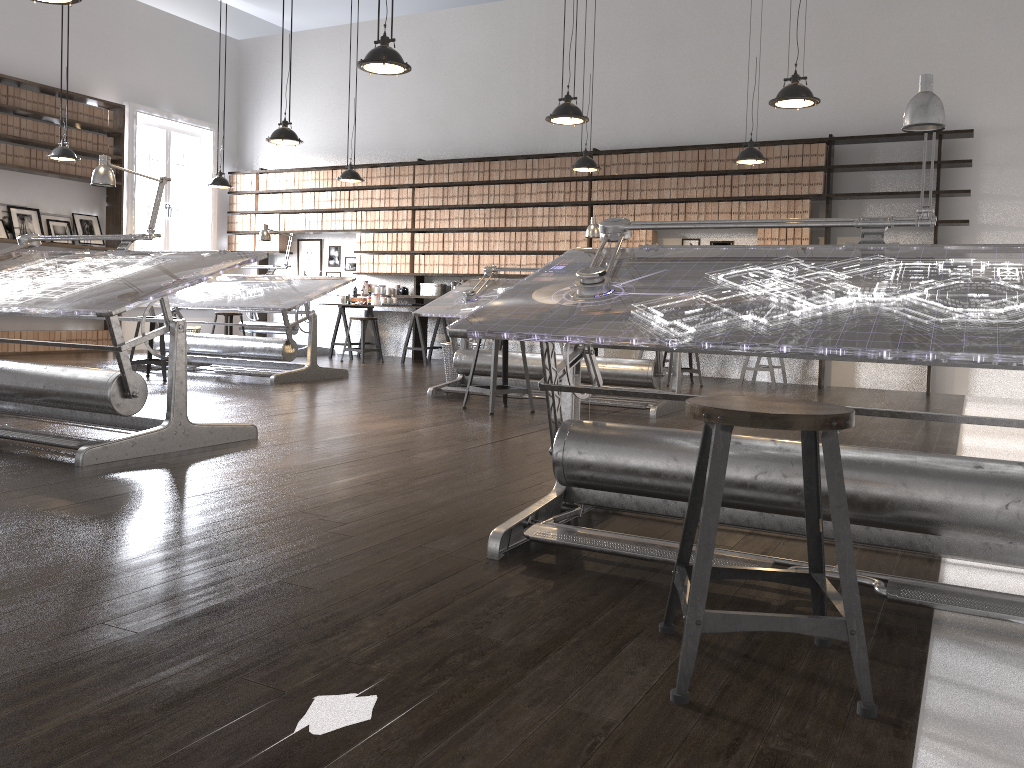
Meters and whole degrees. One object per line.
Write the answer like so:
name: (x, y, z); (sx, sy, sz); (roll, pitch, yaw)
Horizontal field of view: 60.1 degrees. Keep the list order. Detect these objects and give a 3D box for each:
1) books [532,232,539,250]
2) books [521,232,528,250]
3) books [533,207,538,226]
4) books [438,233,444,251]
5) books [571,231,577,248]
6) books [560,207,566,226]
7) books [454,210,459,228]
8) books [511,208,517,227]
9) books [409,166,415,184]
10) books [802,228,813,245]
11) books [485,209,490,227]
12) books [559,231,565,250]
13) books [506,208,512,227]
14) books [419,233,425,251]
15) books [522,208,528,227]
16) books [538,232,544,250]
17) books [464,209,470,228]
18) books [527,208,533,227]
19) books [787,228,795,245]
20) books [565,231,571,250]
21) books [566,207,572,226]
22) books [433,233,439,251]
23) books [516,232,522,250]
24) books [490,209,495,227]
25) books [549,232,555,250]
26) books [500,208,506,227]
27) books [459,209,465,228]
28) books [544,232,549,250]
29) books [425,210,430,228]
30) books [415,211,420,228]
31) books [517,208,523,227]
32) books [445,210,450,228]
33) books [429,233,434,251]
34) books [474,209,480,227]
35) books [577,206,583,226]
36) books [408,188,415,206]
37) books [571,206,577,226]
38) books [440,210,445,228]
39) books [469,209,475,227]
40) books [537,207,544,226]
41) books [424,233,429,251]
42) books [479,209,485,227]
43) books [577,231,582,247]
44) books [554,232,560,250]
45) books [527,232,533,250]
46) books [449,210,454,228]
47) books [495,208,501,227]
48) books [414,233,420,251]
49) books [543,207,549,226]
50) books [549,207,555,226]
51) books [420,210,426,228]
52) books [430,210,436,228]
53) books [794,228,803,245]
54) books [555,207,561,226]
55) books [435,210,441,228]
books: (0.305, -1.631, 10.190); (0.067, 0.225, 0.174); (3, 3, 27)
books: (0.175, -1.641, 10.256); (0.067, 0.225, 0.175); (3, 3, 28)
books: (0.307, -1.908, 10.187); (0.067, 0.225, 0.175); (3, 3, 27)
books: (-0.821, -1.717, 10.777); (0.067, 0.225, 0.175); (3, 3, 27)
books: (0.727, -1.598, 9.972); (0.067, 0.225, 0.175); (3, 3, 28)
books: (0.612, -1.884, 10.026); (0.067, 0.225, 0.174); (3, 3, 28)
books: (-0.626, -1.979, 10.672); (0.067, 0.225, 0.175); (3, 3, 28)
books: (0.061, -1.926, 10.312); (0.067, 0.225, 0.174); (3, 3, 28)
books: (-1.201, -2.575, 10.959); (0.067, 0.225, 0.175); (3, 3, 28)
books: (2.939, -1.434, 8.816); (0.067, 0.225, 0.175); (3, 3, 28)
books: (-0.249, -1.950, 10.472); (0.067, 0.225, 0.175); (3, 3, 28)
books: (0.605, -1.607, 10.034); (0.067, 0.225, 0.175); (3, 3, 28)
books: (0.000, -1.932, 10.349); (0.067, 0.225, 0.175); (3, 3, 28)
books: (-1.066, -1.736, 10.903); (0.067, 0.225, 0.175); (3, 3, 27)
books: (0.188, -1.917, 10.250); (0.067, 0.225, 0.175); (3, 3, 27)
books: (0.369, -1.626, 10.160); (0.067, 0.225, 0.174); (3, 3, 28)
books: (-0.498, -1.970, 10.608); (0.067, 0.225, 0.175); (3, 3, 28)
books: (0.245, -1.912, 10.214); (0.067, 0.225, 0.175); (3, 3, 28)
books: (2.805, -1.444, 8.883); (0.067, 0.225, 0.175); (3, 3, 28)
books: (0.663, -1.603, 10.001); (0.067, 0.225, 0.175); (3, 3, 27)
books: (0.674, -1.879, 9.989); (0.067, 0.225, 0.175); (3, 3, 28)
books: (-0.884, -1.723, 10.816); (0.067, 0.225, 0.175); (3, 3, 28)
books: (0.112, -1.646, 10.296); (0.067, 0.225, 0.175); (3, 3, 27)
books: (-0.191, -1.946, 10.446); (0.067, 0.225, 0.175); (3, 3, 27)
books: (0.489, -1.616, 10.091); (0.067, 0.225, 0.175); (3, 3, 27)
books: (-0.069, -1.936, 10.379); (0.067, 0.225, 0.175); (3, 3, 27)
books: (-0.562, -1.974, 10.637); (0.067, 0.225, 0.175); (3, 3, 27)
books: (0.432, -1.621, 10.128); (0.067, 0.225, 0.175); (3, 3, 28)
books: (-0.987, -2.008, 10.865); (0.067, 0.225, 0.175); (3, 3, 27)
books: (-1.119, -2.018, 10.934); (0.067, 0.225, 0.175); (3, 3, 27)
books: (0.126, -1.922, 10.283); (0.067, 0.225, 0.174); (3, 3, 27)
books: (-0.742, -1.988, 10.729); (0.067, 0.225, 0.175); (3, 3, 27)
books: (-0.944, -1.727, 10.844); (0.067, 0.225, 0.175); (3, 3, 27)
books: (-0.376, -1.960, 10.542); (0.067, 0.225, 0.174); (3, 3, 27)
books: (0.791, -1.870, 9.933); (0.067, 0.225, 0.175); (3, 3, 28)
books: (-1.216, -2.300, 10.973); (0.067, 0.225, 0.175); (3, 3, 27)
books: (0.733, -1.874, 9.959); (0.067, 0.225, 0.175); (3, 3, 27)
books: (-0.799, -1.993, 10.766); (0.067, 0.225, 0.175); (3, 3, 28)
books: (-0.436, -1.965, 10.577); (0.067, 0.225, 0.174); (3, 3, 28)
books: (0.362, -1.903, 10.156); (0.067, 0.225, 0.175); (3, 3, 27)
books: (-1.002, -1.731, 10.870); (0.067, 0.225, 0.175); (3, 3, 28)
books: (-0.313, -1.955, 10.505); (0.067, 0.225, 0.175); (3, 3, 27)
books: (0.790, -1.594, 9.942); (0.067, 0.225, 0.174); (3, 3, 28)
books: (0.551, -1.612, 10.064); (0.067, 0.225, 0.175); (3, 3, 28)
books: (0.244, -1.636, 10.227); (0.067, 0.225, 0.175); (3, 3, 27)
books: (-0.681, -1.984, 10.703); (0.067, 0.225, 0.175); (3, 3, 28)
books: (-0.132, -1.942, 10.418); (0.067, 0.225, 0.175); (3, 3, 28)
books: (-1.128, -1.741, 10.940); (0.067, 0.225, 0.174); (3, 3, 27)
books: (0.425, -1.898, 10.121); (0.067, 0.225, 0.175); (3, 3, 28)
books: (0.489, -1.894, 10.092); (0.067, 0.225, 0.175); (3, 3, 27)
books: (-1.056, -2.012, 10.895); (0.067, 0.225, 0.175); (3, 3, 28)
books: (-0.926, -2.002, 10.828); (0.067, 0.225, 0.174); (3, 3, 27)
books: (2.873, -1.439, 8.853); (0.067, 0.225, 0.175); (3, 3, 27)
books: (0.552, -1.889, 10.062); (0.067, 0.225, 0.174); (3, 3, 27)
books: (-0.862, -1.998, 10.799); (0.067, 0.225, 0.174); (3, 3, 28)
